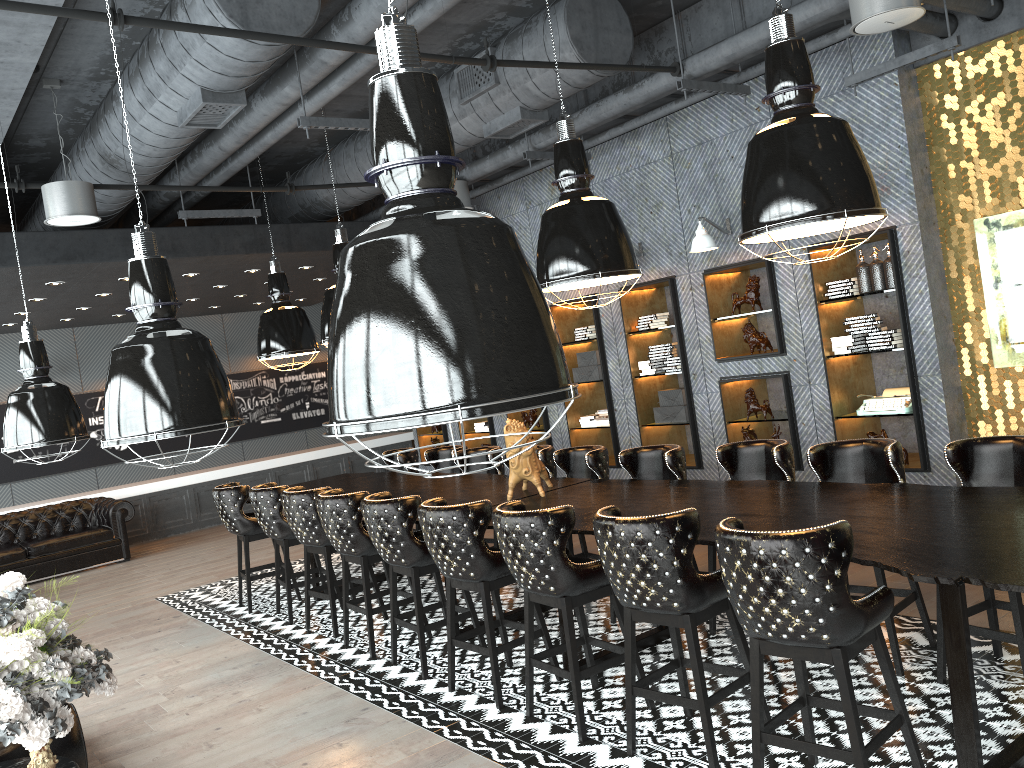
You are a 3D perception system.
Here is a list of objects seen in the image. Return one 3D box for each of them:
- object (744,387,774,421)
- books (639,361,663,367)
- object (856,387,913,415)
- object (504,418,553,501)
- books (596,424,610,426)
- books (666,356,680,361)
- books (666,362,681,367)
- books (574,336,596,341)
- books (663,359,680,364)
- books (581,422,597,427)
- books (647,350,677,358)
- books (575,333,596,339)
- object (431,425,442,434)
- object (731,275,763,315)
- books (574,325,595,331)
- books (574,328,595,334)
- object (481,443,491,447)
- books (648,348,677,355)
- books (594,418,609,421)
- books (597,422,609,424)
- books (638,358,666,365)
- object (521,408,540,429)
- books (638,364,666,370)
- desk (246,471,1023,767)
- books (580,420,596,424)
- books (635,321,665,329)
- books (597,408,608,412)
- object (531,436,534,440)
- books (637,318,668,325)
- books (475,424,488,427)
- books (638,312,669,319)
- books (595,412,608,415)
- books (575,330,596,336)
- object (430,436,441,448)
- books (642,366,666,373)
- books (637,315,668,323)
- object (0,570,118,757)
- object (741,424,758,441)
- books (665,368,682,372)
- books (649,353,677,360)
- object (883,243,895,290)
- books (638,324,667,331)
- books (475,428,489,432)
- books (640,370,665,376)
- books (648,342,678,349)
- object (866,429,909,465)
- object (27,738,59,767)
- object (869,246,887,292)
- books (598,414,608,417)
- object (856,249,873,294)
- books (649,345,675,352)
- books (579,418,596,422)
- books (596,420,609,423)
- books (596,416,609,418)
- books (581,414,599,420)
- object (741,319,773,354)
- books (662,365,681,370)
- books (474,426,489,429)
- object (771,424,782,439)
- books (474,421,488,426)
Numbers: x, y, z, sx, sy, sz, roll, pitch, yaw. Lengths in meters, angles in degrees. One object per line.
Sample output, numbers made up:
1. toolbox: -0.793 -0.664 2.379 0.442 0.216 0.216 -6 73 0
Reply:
1. object: 2.155 0.172 7.781 0.135 0.294 0.256 -9 1 -29
2. books: 1.411 -0.201 8.827 0.245 0.028 0.193 -9 2 -23
3. object: 2.992 0.130 7.042 0.485 0.149 0.534 -10 2 -38
4. object: 0.101 0.469 5.828 0.249 0.545 0.475 -8 1 16
5. books: 1.035 0.426 9.470 0.167 0.023 0.228 -10 2 -36
6. books: 1.652 -0.261 8.628 0.194 0.028 0.245 -10 2 -41
7. books: 1.658 -0.205 8.650 0.194 0.028 0.245 -10 2 -40
8. books: 0.830 -0.498 9.627 0.194 0.028 0.245 -10 2 -36
9. books: 1.626 -0.229 8.653 0.245 0.028 0.194 -7 2 44
10. books: 0.903 0.434 9.732 0.243 0.034 0.180 -8 2 33
11. books: 1.483 -0.295 8.749 0.245 0.028 0.194 -8 2 26
12. books: 0.823 -0.525 9.614 0.194 0.028 0.245 -9 2 -25
13. object: -1.027 0.548 12.286 0.126 0.249 0.253 -8 1 29
14. object: 2.059 -0.785 7.799 0.152 0.325 0.292 -9 1 -39
15. books: 0.824 -0.611 9.610 0.194 0.028 0.245 -10 2 -33
16. books: 0.821 -0.583 9.654 0.194 0.028 0.245 -10 2 -30
17. object: -0.260 0.870 11.427 0.314 0.251 0.157 -9 1 -21
18. books: 1.492 -0.326 8.785 0.245 0.028 0.194 -8 2 24
19. books: 1.022 0.365 9.475 0.205 0.019 0.264 -10 2 -37
20. books: 1.033 0.406 9.480 0.159 0.021 0.224 -9 2 -27
21. books: 1.411 -0.230 8.855 0.246 0.028 0.193 -10 2 -29
22. object: 0.201 0.383 10.521 0.143 0.306 0.317 -10 2 -41
23. books: 1.423 -0.175 8.871 0.246 0.028 0.193 -10 2 -30
24. desk: 0.149 1.190 5.734 1.434 0.927 7.590 -10 2 -36
25. books: 0.882 0.407 9.738 0.227 0.024 0.166 -8 2 22
26. books: 1.379 -0.589 8.854 0.194 0.028 0.245 -9 2 -25
27. books: 1.037 0.275 9.492 0.185 0.024 0.212 -10 2 -42
28. object: 0.272 0.782 10.459 0.177 0.388 0.337 -9 1 -29
29. books: 1.403 -0.621 8.849 0.194 0.028 0.245 -9 2 -28
30. books: -0.334 0.523 11.416 0.175 0.024 0.243 -7 2 45
31. books: 1.416 -0.680 8.851 0.194 0.028 0.245 -10 2 -36
32. books: 1.025 0.299 9.474 0.197 0.020 0.206 -10 2 -35
33. books: 0.835 -0.555 9.608 0.245 0.028 0.194 -7 2 45
34. object: -1.001 0.902 12.247 0.170 0.362 0.268 -10 2 -43
35. books: 1.442 -0.148 8.820 0.246 0.028 0.193 -10 2 -37
36. books: 1.408 -0.651 8.852 0.194 0.028 0.245 -10 2 -44
37. object: -1.713 0.950 2.758 0.848 0.663 0.875 -9 1 -6
38. object: 2.186 0.542 7.915 0.168 0.359 0.266 -10 2 -43
39. books: 1.647 -0.146 8.627 0.194 0.028 0.245 -10 2 -32
40. books: 1.495 -0.268 8.753 0.245 0.028 0.194 -8 2 23
41. object: 2.857 -0.886 6.679 0.108 0.349 0.109 -8 1 24
42. books: 1.400 -0.563 8.832 0.193 0.028 0.245 -9 2 -20
43. books: -0.327 0.576 11.395 0.243 0.034 0.180 -8 2 23
44. books: 1.423 -0.118 8.853 0.246 0.028 0.193 -10 2 -43
45. books: 1.493 -0.383 8.769 0.245 0.028 0.194 -8 2 29
46. object: 2.909 0.500 6.904 0.165 0.303 0.341 -9 1 -31
47. object: -1.441 1.159 2.723 0.086 0.183 0.136 -9 1 -29
48. object: 2.790 -0.879 6.773 0.108 0.349 0.109 -8 1 39
49. books: 1.050 0.317 9.486 0.247 0.023 0.244 -7 2 39
50. object: 2.722 -0.871 6.866 0.109 0.349 0.109 -8 1 9
51. books: 1.484 -0.352 8.766 0.245 0.028 0.194 -8 2 15
52. books: 0.885 0.382 9.769 0.243 0.024 0.175 -10 2 -37
53. books: 1.029 0.385 9.480 0.202 0.022 0.228 -10 2 -33
54. books: 1.024 0.343 9.486 0.197 0.023 0.248 -9 2 -20
55. books: 0.887 0.356 9.728 0.179 0.029 0.225 -7 2 39
56. object: 2.146 -0.407 7.757 0.159 0.337 0.242 -9 1 -31
57. books: 1.607 -0.168 8.625 0.194 0.028 0.245 -9 2 -25
58. books: -0.347 0.549 11.402 0.227 0.024 0.166 -7 2 40
59. object: 2.364 0.517 7.726 0.198 0.358 0.116 -9 1 -6
60. books: -0.349 0.499 11.399 0.179 0.029 0.225 -8 2 37
